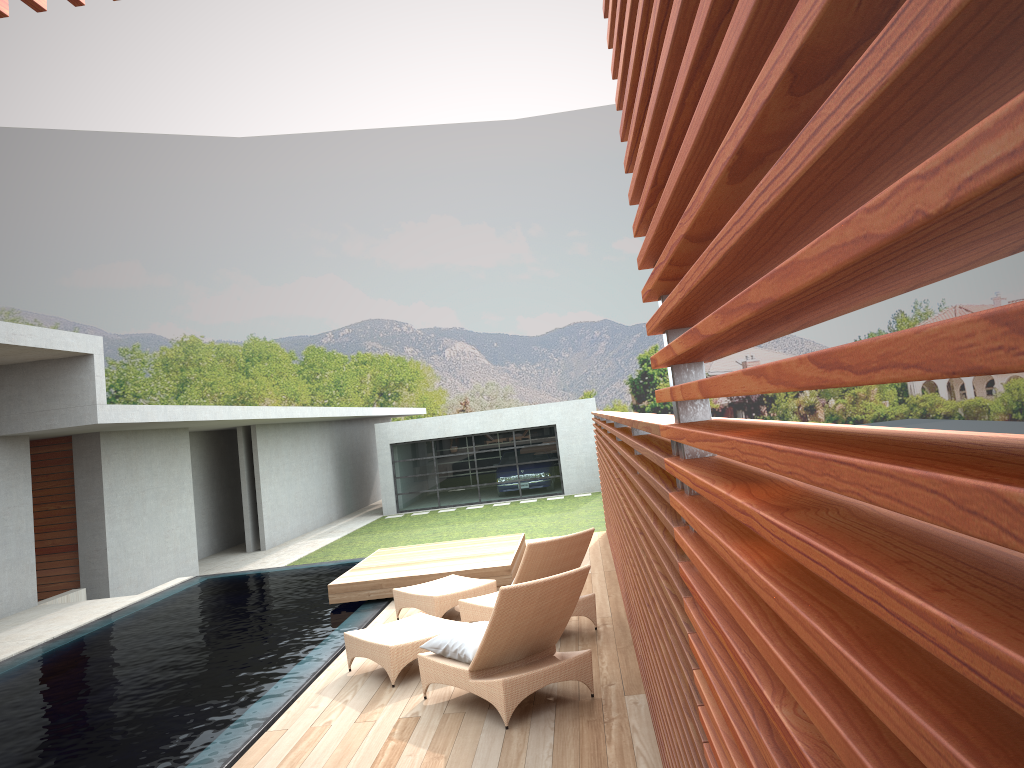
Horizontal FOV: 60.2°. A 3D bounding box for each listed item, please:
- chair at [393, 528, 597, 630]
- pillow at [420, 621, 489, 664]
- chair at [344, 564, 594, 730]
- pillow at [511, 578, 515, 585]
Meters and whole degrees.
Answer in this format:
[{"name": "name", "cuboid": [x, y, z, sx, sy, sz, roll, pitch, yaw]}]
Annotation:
[{"name": "chair", "cuboid": [-0.218, 1.728, 7.890, 0.701, 0.835, 2.273, -3, -4, -37]}, {"name": "pillow", "cuboid": [-0.215, 1.713, 5.932, 0.596, 0.196, 0.588, -5, -3, -40]}, {"name": "chair", "cuboid": [-0.390, 1.687, 6.227, 0.701, 0.834, 2.273, -3, -4, -36]}, {"name": "pillow", "cuboid": [0.234, 1.582, 7.299, 0.609, 0.431, 0.423, -4, -5, -38]}]
